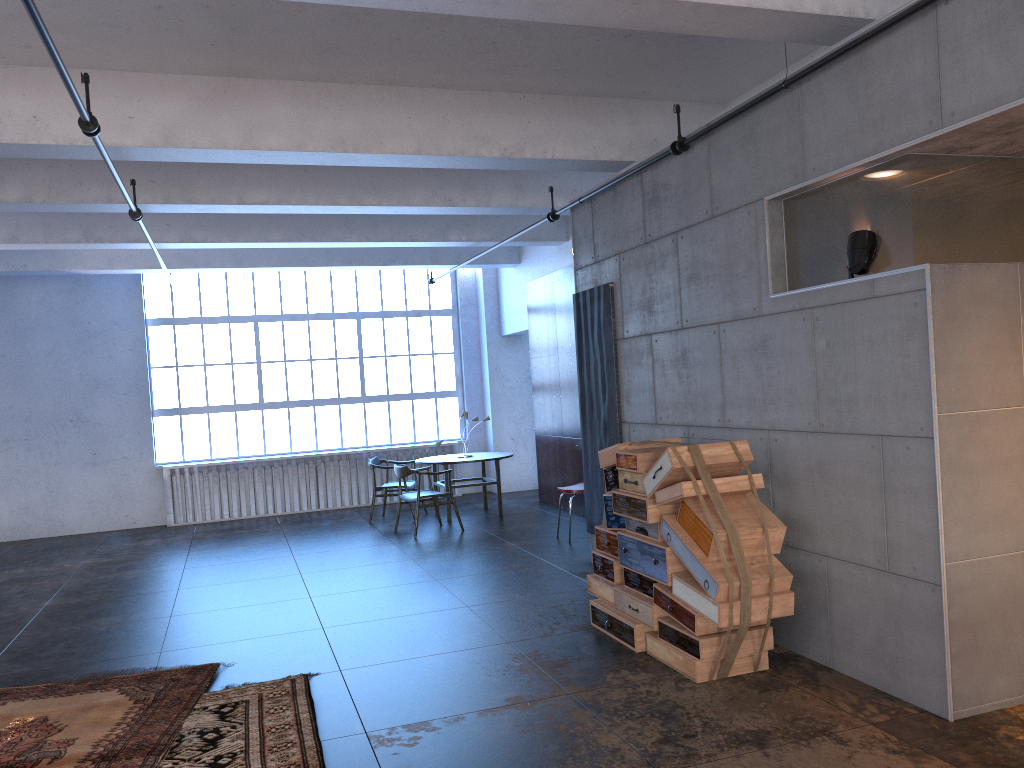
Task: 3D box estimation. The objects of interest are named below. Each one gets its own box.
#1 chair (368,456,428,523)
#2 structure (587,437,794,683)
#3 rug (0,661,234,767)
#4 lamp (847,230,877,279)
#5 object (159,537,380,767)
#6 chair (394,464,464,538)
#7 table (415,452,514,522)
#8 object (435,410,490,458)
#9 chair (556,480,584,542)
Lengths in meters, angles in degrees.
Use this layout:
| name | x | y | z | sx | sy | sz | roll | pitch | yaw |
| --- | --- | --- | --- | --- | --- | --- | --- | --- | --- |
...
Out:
| name | x | y | z | sx | sy | sz | roll | pitch | yaw |
| --- | --- | --- | --- | --- | --- | --- | --- | --- | --- |
| chair | -1.562 | 1.411 | 11.993 | 0.669 | 0.865 | 0.731 | -4 | 1 | 8 |
| structure | 0.990 | 1.001 | 5.596 | 0.646 | 1.315 | 1.888 | -4 | 0 | -18 |
| rug | -2.501 | 1.848 | 4.074 | 1.888 | 0.048 | 3.498 | -4 | 0 | -9 |
| lamp | 1.835 | -0.674 | 4.634 | 0.216 | 0.259 | 0.168 | -4 | 1 | -37 |
| object | 2.736 | 1.687 | 1.335 | 19.994 | 0.001 | 26.851 | -4 | 0 | -18 |
| chair | -1.038 | 1.376 | 10.707 | 0.685 | 0.865 | 0.714 | -4 | 1 | -32 |
| table | -0.608 | 1.401 | 11.861 | 1.289 | 0.852 | 1.330 | -3 | 0 | 25 |
| object | -0.647 | 0.660 | 11.833 | 0.783 | 0.624 | 0.237 | -4 | 1 | -17 |
| chair | 0.826 | 1.192 | 9.691 | 0.664 | 0.988 | 0.422 | -4 | 1 | -19 |
